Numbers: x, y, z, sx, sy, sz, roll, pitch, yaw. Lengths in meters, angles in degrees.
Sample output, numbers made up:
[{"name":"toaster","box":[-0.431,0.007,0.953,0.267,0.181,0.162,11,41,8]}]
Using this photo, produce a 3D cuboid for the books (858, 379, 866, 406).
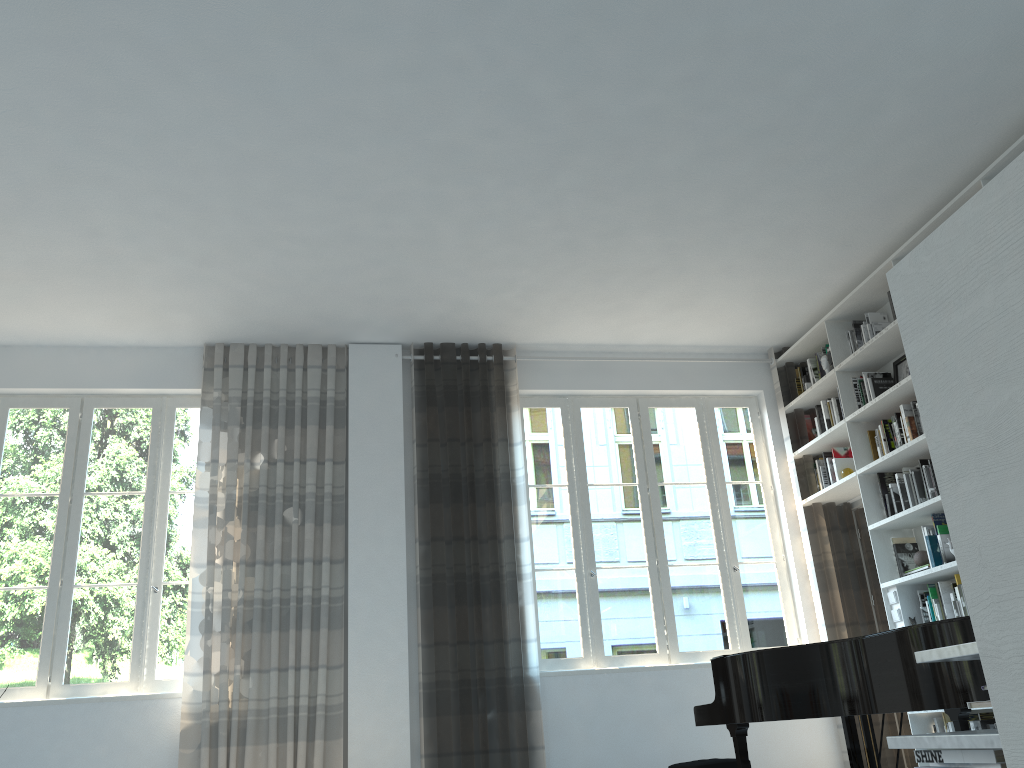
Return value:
[{"name":"books","box":[2.426,0.084,5.938,0.189,0.245,0.004,0,-22,-10]}]

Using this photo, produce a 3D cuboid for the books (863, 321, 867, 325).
[{"name":"books","box":[2.447,-0.304,5.969,0.129,0.251,0.013,0,-22,-10]}]

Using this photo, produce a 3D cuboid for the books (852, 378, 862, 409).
[{"name":"books","box":[2.419,0.093,6.023,0.184,0.291,0.005,0,-22,-10]}]

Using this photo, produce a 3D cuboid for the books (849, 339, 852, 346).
[{"name":"books","box":[2.424,-0.224,6.106,0.158,0.209,0.033,0,-22,-10]}]

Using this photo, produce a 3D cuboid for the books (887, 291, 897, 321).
[{"name":"books","box":[2.500,-0.460,5.624,0.188,0.278,0.025,0,-22,-10]}]

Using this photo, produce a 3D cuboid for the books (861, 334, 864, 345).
[{"name":"books","box":[2.441,-0.264,5.973,0.161,0.182,0.026,0,-22,-10]}]

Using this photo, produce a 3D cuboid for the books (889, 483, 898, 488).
[{"name":"books","box":[2.494,0.745,5.615,0.177,0.234,0.022,0,-22,-10]}]

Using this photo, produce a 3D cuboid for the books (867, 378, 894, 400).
[{"name":"books","box":[2.448,0.061,5.841,0.185,0.213,0.012,0,-22,-10]}]

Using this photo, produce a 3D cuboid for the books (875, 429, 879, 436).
[{"name":"books","box":[2.476,0.421,5.820,0.153,0.257,0.062,0,-22,-10]}]

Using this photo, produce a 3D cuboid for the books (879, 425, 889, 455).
[{"name":"books","box":[2.481,0.383,5.721,0.187,0.251,0.014,0,-22,-10]}]

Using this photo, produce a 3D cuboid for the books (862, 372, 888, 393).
[{"name":"books","box":[2.447,0.050,5.905,0.190,0.280,0.005,0,-22,-10]}]

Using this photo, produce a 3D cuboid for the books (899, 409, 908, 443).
[{"name":"books","box":[2.515,0.280,5.493,0.187,0.270,0.023,0,-22,-10]}]

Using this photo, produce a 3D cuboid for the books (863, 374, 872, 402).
[{"name":"books","box":[2.440,0.055,5.886,0.183,0.257,0.023,0,-22,-10]}]

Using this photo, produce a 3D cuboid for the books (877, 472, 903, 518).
[{"name":"books","box":[2.470,0.730,5.705,0.184,0.332,0.012,0,-22,-10]}]

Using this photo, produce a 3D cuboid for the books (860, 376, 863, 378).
[{"name":"books","box":[2.443,0.078,5.984,0.144,0.287,0.006,0,-22,-10]}]

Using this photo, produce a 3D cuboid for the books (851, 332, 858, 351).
[{"name":"books","box":[2.422,-0.251,6.059,0.177,0.224,0.013,0,-22,-10]}]

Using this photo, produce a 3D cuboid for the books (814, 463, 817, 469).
[{"name":"books","box":[2.315,0.718,6.555,0.188,0.271,0.011,0,-22,-10]}]

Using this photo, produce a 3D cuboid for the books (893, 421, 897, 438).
[{"name":"books","box":[2.508,0.346,5.600,0.170,0.228,0.012,0,-22,-10]}]

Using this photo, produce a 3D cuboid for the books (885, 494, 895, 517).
[{"name":"books","box":[2.485,0.791,5.656,0.189,0.181,0.038,0,-22,-10]}]

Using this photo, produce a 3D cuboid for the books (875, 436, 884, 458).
[{"name":"books","box":[2.462,0.433,5.764,0.175,0.194,0.027,0,-22,-10]}]

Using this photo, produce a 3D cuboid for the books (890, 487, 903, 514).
[{"name":"books","box":[2.490,0.751,5.585,0.188,0.203,0.028,0,-22,-10]}]

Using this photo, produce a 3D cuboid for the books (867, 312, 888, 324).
[{"name":"books","box":[2.471,-0.343,5.929,0.130,0.292,0.015,0,-22,-10]}]

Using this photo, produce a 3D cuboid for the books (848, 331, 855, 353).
[{"name":"books","box":[2.419,-0.251,6.091,0.180,0.248,0.012,0,-22,-10]}]

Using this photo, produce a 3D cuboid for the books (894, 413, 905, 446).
[{"name":"books","box":[2.513,0.309,5.568,0.180,0.271,0.014,0,-22,-10]}]

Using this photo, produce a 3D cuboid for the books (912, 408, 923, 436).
[{"name":"books","box":[2.540,0.259,5.393,0.171,0.231,0.013,0,-22,-10]}]

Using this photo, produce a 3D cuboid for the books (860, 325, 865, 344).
[{"name":"books","box":[2.441,-0.293,5.949,0.181,0.219,0.013,0,-22,-10]}]

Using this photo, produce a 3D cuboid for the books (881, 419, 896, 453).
[{"name":"books","box":[2.478,0.360,5.695,0.164,0.276,0.011,0,-22,-10]}]

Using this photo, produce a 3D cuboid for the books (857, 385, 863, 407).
[{"name":"books","box":[2.422,0.107,5.953,0.186,0.213,0.004,0,-22,-10]}]

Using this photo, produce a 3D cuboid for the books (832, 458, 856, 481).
[{"name":"books","box":[2.372,0.626,6.253,0.187,0.210,0.030,0,-22,-10]}]

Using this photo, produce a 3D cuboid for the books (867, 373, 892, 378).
[{"name":"books","box":[2.453,0.046,5.861,0.166,0.253,0.012,0,-22,-10]}]

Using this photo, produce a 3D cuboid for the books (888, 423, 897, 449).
[{"name":"books","box":[2.501,0.362,5.667,0.134,0.248,0.047,0,-22,-10]}]

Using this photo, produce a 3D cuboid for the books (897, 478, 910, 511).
[{"name":"books","box":[2.512,0.707,5.536,0.176,0.245,0.011,0,-22,-10]}]

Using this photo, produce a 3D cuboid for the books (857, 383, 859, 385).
[{"name":"books","box":[2.430,0.103,5.964,0.184,0.227,0.009,0,-22,-10]}]

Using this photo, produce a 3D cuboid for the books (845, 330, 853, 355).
[{"name":"books","box":[2.417,-0.243,6.160,0.159,0.284,0.007,0,-22,-10]}]

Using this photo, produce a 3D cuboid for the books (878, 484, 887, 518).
[{"name":"books","box":[2.471,0.769,5.711,0.176,0.265,0.027,0,-22,-10]}]

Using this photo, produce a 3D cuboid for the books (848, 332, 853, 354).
[{"name":"books","box":[2.419,-0.239,6.133,0.156,0.257,0.007,0,-22,-10]}]

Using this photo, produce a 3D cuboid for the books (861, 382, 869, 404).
[{"name":"books","box":[2.436,0.088,5.913,0.186,0.218,0.018,0,-22,-10]}]

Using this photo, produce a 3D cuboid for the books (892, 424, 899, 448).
[{"name":"books","box":[2.500,0.356,5.608,0.164,0.217,0.014,0,-22,-10]}]

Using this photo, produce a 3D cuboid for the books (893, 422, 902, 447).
[{"name":"books","box":[2.506,0.343,5.577,0.173,0.216,0.031,0,-22,-10]}]

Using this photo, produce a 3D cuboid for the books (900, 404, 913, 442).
[{"name":"books","box":[2.514,0.263,5.470,0.185,0.284,0.030,0,-22,-10]}]

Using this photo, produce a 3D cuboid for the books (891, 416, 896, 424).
[{"name":"books","box":[2.508,0.333,5.633,0.150,0.276,0.013,0,-22,-10]}]

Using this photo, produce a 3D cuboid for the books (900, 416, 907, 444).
[{"name":"books","box":[2.523,0.314,5.534,0.162,0.237,0.047,0,-22,-10]}]

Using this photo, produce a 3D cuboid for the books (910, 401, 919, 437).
[{"name":"books","box":[2.546,0.242,5.422,0.161,0.285,0.026,0,-22,-10]}]

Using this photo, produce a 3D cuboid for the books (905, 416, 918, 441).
[{"name":"books","box":[2.518,0.294,5.426,0.192,0.194,0.029,0,-22,-10]}]

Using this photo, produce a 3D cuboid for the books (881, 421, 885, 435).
[{"name":"books","box":[2.486,0.364,5.712,0.164,0.279,0.020,0,-22,-10]}]

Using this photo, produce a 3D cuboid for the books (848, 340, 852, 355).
[{"name":"books","box":[2.413,-0.210,6.133,0.142,0.203,0.017,0,-22,-10]}]

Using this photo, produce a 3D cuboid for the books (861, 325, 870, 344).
[{"name":"books","box":[2.437,-0.297,5.932,0.173,0.213,0.021,0,-22,-10]}]

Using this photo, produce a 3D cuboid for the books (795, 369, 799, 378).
[{"name":"books","box":[2.280,0.029,6.844,0.180,0.306,0.012,0,-22,-10]}]

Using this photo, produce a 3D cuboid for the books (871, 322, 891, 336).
[{"name":"books","box":[2.471,-0.315,5.888,0.136,0.209,0.013,0,-22,-10]}]

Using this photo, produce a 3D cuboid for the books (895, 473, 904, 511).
[{"name":"books","box":[2.517,0.697,5.560,0.174,0.280,0.024,0,-22,-10]}]

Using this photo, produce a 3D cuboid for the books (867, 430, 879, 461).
[{"name":"books","box":[2.454,0.432,5.852,0.180,0.262,0.012,0,-22,-10]}]

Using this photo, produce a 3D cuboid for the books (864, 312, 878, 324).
[{"name":"books","box":[2.457,-0.343,5.938,0.145,0.300,0.007,0,-22,-10]}]

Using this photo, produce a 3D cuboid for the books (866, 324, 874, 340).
[{"name":"books","box":[2.459,-0.306,5.896,0.170,0.201,0.014,0,-22,-10]}]

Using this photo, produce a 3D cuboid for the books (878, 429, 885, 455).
[{"name":"books","box":[2.479,0.402,5.737,0.172,0.229,0.031,0,-22,-10]}]

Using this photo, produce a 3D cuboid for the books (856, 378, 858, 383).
[{"name":"books","box":[2.432,0.091,6.011,0.148,0.286,0.007,0,-22,-10]}]

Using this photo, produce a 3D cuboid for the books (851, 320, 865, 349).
[{"name":"books","box":[2.416,-0.301,6.006,0.190,0.278,0.015,0,-22,-10]}]

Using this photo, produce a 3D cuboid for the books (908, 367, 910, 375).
[{"name":"books","box":[2.535,-0.120,5.485,0.174,0.278,0.111,0,-22,-10]}]

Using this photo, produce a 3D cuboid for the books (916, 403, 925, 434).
[{"name":"books","box":[2.557,0.238,5.382,0.157,0.259,0.029,0,-22,-10]}]
